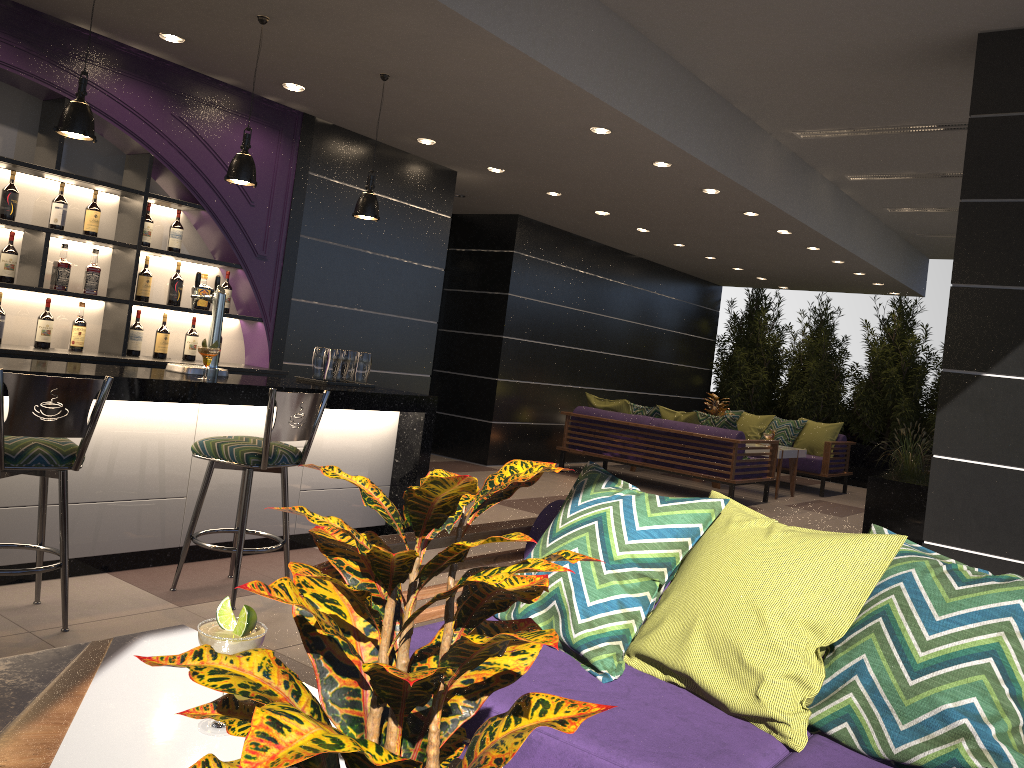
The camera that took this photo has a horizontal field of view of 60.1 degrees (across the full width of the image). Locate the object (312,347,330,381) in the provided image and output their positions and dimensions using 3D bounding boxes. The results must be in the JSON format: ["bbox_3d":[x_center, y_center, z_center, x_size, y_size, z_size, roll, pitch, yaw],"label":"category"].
[{"bbox_3d":[-1.148,-0.115,5.311,0.106,0.209,0.105,6,-2,41],"label":"object"}]

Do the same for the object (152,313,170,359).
[{"bbox_3d":[-2.273,-0.313,5.757,0.086,0.299,0.086,7,-2,-5],"label":"object"}]

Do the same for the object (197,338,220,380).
[{"bbox_3d":[-1.466,-0.120,4.258,0.105,0.197,0.106,8,-1,-26],"label":"object"}]

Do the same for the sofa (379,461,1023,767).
[{"bbox_3d":[0.696,0.759,2.003,2.133,0.921,1.114,8,1,36],"label":"sofa"}]

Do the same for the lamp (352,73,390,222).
[{"bbox_3d":[-0.810,-1.407,5.248,0.162,0.866,0.163,8,-2,-11],"label":"lamp"}]

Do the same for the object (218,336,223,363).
[{"bbox_3d":[-2.043,-0.294,6.097,0.086,0.299,0.086,7,-2,-5],"label":"object"}]

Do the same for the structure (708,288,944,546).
[{"bbox_3d":[-0.646,-0.550,2.910,7.844,3.127,24.617,8,2,36],"label":"structure"}]

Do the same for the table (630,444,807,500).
[{"bbox_3d":[2.407,0.919,10.817,2.044,0.554,0.937,8,1,36],"label":"table"}]

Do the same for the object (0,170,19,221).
[{"bbox_3d":[-2.832,-1.059,4.993,0.086,0.298,0.086,7,-2,-5],"label":"object"}]

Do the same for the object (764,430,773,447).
[{"bbox_3d":[2.936,0.625,10.166,0.105,0.197,0.106,8,-1,-26],"label":"object"}]

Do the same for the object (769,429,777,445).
[{"bbox_3d":[3.150,0.641,10.707,0.066,0.190,0.085,8,-2,-29],"label":"object"}]

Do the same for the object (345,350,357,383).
[{"bbox_3d":[-1.016,-0.103,5.497,0.106,0.209,0.105,6,-2,41],"label":"object"}]

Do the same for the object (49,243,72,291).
[{"bbox_3d":[-2.676,-0.694,5.262,0.083,0.282,0.083,6,-2,37],"label":"object"}]

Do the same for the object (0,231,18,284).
[{"bbox_3d":[-2.836,-0.714,4.989,0.086,0.299,0.086,7,-2,-5],"label":"object"}]

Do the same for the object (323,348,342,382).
[{"bbox_3d":[-1.069,-0.103,5.237,0.106,0.209,0.105,6,-2,41],"label":"object"}]

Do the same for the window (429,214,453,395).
[{"bbox_3d":[-3.991,-0.854,5.339,1.948,2.764,11.494,7,1,36],"label":"window"}]

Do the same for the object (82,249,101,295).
[{"bbox_3d":[-2.556,-0.683,5.394,0.083,0.282,0.083,8,-2,-33],"label":"object"}]

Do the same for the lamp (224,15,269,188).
[{"bbox_3d":[-1.333,-1.454,4.538,0.162,0.866,0.163,8,-2,-11],"label":"lamp"}]

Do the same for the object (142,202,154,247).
[{"bbox_3d":[-2.346,-1.017,5.671,0.086,0.299,0.086,7,-2,-5],"label":"object"}]

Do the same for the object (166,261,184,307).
[{"bbox_3d":[-2.204,-0.656,5.808,0.086,0.298,0.086,7,-2,-5],"label":"object"}]

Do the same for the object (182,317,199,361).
[{"bbox_3d":[-2.157,-0.305,5.960,0.086,0.299,0.086,7,-2,-5],"label":"object"}]

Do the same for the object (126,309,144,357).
[{"bbox_3d":[-2.393,-0.325,5.631,0.086,0.298,0.086,7,-2,-5],"label":"object"}]

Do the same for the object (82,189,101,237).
[{"bbox_3d":[-2.550,-1.033,5.381,0.086,0.299,0.086,7,-2,-5],"label":"object"}]

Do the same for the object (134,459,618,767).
[{"bbox_3d":[-0.105,0.329,0.855,0.423,0.527,0.431,8,-1,-41],"label":"object"}]

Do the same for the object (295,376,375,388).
[{"bbox_3d":[-1.068,-0.011,5.379,0.274,0.019,0.435,8,2,36],"label":"object"}]

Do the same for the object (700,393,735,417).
[{"bbox_3d":[2.478,0.384,10.834,0.423,0.527,0.431,8,-1,-36],"label":"object"}]

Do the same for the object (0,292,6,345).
[{"bbox_3d":[-2.883,-0.376,4.957,0.104,0.316,0.086,6,-2,41],"label":"object"}]

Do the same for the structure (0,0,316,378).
[{"bbox_3d":[-3.007,-0.710,4.603,0.532,2.765,4.609,6,0,36],"label":"structure"}]

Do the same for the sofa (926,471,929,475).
[{"bbox_3d":[4.732,1.119,7.489,2.133,0.921,1.114,8,1,36],"label":"sofa"}]

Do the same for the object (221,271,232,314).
[{"bbox_3d":[-1.989,-0.638,6.142,0.086,0.299,0.086,7,-2,-5],"label":"object"}]

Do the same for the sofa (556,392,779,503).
[{"bbox_3d":[1.699,0.675,9.758,2.133,0.921,1.114,8,1,36],"label":"sofa"}]

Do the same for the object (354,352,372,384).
[{"bbox_3d":[-0.920,-0.089,5.434,0.106,0.209,0.105,6,-2,41],"label":"object"}]

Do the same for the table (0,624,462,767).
[{"bbox_3d":[-0.177,0.864,0.829,2.044,0.554,0.937,8,1,36],"label":"table"}]

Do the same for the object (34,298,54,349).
[{"bbox_3d":[-2.731,-0.356,5.180,0.086,0.299,0.086,7,-2,-5],"label":"object"}]

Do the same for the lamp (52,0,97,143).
[{"bbox_3d":[-1.839,-1.499,3.850,0.162,0.866,0.163,8,-2,-11],"label":"lamp"}]

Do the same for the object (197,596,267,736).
[{"bbox_3d":[-0.444,0.437,1.384,0.105,0.197,0.106,8,-1,-26],"label":"object"}]

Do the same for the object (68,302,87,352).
[{"bbox_3d":[-2.633,-0.349,5.381,0.080,0.300,0.080,6,-2,39],"label":"object"}]

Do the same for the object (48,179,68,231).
[{"bbox_3d":[-2.666,-1.052,5.221,0.104,0.316,0.086,6,-2,41],"label":"object"}]

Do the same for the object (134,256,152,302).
[{"bbox_3d":[-2.335,-0.667,5.626,0.086,0.299,0.086,7,-2,-5],"label":"object"}]

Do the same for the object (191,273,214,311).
[{"bbox_3d":[-2.089,-0.622,5.974,0.151,0.248,0.094,8,-2,-35],"label":"object"}]

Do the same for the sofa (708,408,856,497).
[{"bbox_3d":[3.296,0.822,11.753,2.133,0.921,1.114,8,1,36],"label":"sofa"}]

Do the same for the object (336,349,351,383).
[{"bbox_3d":[-1.037,-0.102,5.363,0.106,0.209,0.105,6,-2,41],"label":"object"}]

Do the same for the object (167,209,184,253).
[{"bbox_3d":[-2.215,-1.004,5.839,0.086,0.298,0.086,7,-2,-5],"label":"object"}]
